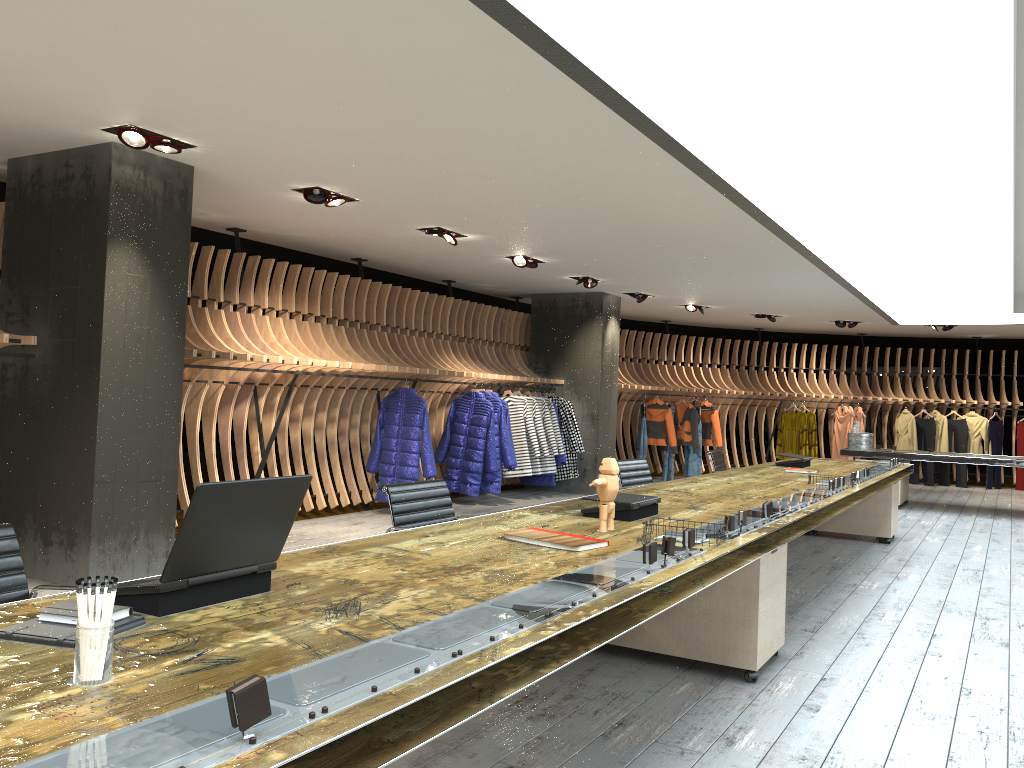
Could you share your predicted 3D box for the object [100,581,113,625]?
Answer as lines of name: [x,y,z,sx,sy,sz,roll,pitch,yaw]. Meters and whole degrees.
object: [-0.727,0.435,1.571,0.030,0.170,0.007,2,-2,-4]

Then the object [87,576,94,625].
object: [-0.758,0.434,1.601,0.030,0.170,0.007,2,-2,16]

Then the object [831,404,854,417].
object: [6.008,0.454,16.115,0.012,0.270,0.525,3,-1,-25]

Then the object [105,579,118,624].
object: [-0.724,0.435,1.581,0.030,0.170,0.007,3,-2,-30]

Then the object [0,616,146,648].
object: [-0.937,0.517,1.887,0.213,0.019,0.219,2,-1,15]

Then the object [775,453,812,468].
object: [2.612,0.708,8.215,0.261,0.111,0.372,2,-1,30]

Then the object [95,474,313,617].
object: [-0.766,0.379,2.210,0.365,0.316,0.372,2,-1,30]

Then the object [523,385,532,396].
object: [0.212,0.172,11.630,0.518,0.313,0.012,2,-2,30]

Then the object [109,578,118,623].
object: [-0.725,0.435,1.591,0.007,0.170,0.030,1,-2,33]

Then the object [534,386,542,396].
object: [0.348,0.163,11.988,0.525,0.270,0.012,2,-2,30]

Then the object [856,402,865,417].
object: [6.291,0.465,16.118,0.012,0.270,0.525,2,-1,-6]

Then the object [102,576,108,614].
object: [-0.739,0.435,1.604,0.007,0.170,0.030,3,-2,-21]

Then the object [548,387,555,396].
object: [0.562,0.204,12.264,0.518,0.313,0.012,2,-2,30]

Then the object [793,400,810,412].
object: [5.237,0.425,16.006,0.012,0.270,0.525,3,-1,-30]

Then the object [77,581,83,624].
object: [-0.762,0.433,1.570,0.007,0.170,0.030,2,-2,13]

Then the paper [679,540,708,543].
paper: [0.674,0.608,3.485,0.176,0.004,0.130,2,-1,36]

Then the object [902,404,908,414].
object: [7.152,0.502,16.099,0.012,0.270,0.525,2,-1,-6]

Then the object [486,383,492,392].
object: [-0.283,0.120,10.807,0.525,0.270,0.012,2,-2,30]

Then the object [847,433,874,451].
object: [4.863,0.806,12.379,0.303,0.239,0.497,2,-1,30]

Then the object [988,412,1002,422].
object: [8.619,0.552,15.792,0.525,0.270,0.012,3,-2,-35]

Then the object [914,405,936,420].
object: [7.459,0.513,16.059,0.012,0.270,0.525,3,-1,-25]

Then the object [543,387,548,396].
object: [0.473,0.200,12.098,0.516,0.316,0.012,2,-2,30]

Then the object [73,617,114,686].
object: [-0.745,0.479,1.581,0.061,0.111,0.061,3,-2,-27]

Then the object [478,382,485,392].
object: [-0.357,0.123,10.643,0.523,0.291,0.012,2,-2,30]

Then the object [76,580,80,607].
object: [-0.766,0.433,1.579,0.007,0.170,0.030,1,-2,40]

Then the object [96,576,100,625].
object: [-0.749,0.434,1.605,0.030,0.170,0.007,1,-2,43]

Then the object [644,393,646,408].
object: [2.171,0.263,14.462,0.023,0.243,0.549,2,-1,11]

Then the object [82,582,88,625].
object: [-0.754,0.433,1.564,0.007,0.170,0.030,3,-2,-13]

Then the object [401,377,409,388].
object: [-1.125,0.064,9.318,0.525,0.270,0.012,2,-2,30]

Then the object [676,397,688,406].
object: [2.881,0.314,15.014,0.012,0.270,0.525,4,-2,-40]

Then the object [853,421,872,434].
object: [4.877,0.626,12.318,0.262,0.204,0.088,2,-2,28]

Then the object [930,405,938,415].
object: [7.657,0.522,16.038,0.012,0.270,0.525,3,-1,-16]

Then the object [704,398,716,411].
object: [3.340,0.334,15.301,0.012,0.270,0.525,3,-1,-30]

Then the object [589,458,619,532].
object: [0.381,0.455,3.623,0.097,0.301,0.320,2,-1,13]

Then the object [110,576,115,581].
object: [-0.731,0.435,1.599,0.007,0.170,0.030,2,-2,6]

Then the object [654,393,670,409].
object: [2.397,0.287,14.672,0.525,0.270,0.012,1,-2,44]

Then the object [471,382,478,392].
object: [-0.455,0.123,10.537,0.523,0.292,0.012,2,-2,30]

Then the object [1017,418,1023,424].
object: [9.117,0.572,15.606,0.012,0.270,0.525,3,-1,-16]

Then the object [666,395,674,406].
object: [2.641,0.288,14.843,0.023,0.243,0.549,1,-1,26]

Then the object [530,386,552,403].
object: [0.300,0.178,11.785,0.518,0.313,0.012,2,-2,30]

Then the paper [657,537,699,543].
paper: [0.674,0.607,3.485,0.176,0.004,0.130,2,-1,34]

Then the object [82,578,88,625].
object: [-0.765,0.434,1.593,0.030,0.170,0.007,3,-2,-11]

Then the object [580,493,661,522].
object: [0.513,0.574,4.159,0.262,0.088,0.372,2,-1,30]

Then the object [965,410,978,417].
object: [8.257,0.542,15.904,0.012,0.270,0.525,4,-2,-35]

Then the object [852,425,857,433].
object: [4.744,0.626,12.294,0.062,0.109,0.062,2,-2,-5]

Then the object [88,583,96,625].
object: [-0.744,0.434,1.562,0.007,0.170,0.030,4,-2,-40]

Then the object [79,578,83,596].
object: [-0.766,0.433,1.589,0.030,0.170,0.007,3,-2,-23]

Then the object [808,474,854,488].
object: [2.261,0.689,6.283,0.302,0.071,0.209,2,-1,24]

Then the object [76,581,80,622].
object: [-0.764,0.433,1.574,0.007,0.170,0.030,1,-2,26]

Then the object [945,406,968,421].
object: [7.954,0.532,15.965,0.012,0.270,0.525,4,-2,-35]

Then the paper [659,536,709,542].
paper: [0.674,0.607,3.485,0.176,0.004,0.130,2,-1,36]

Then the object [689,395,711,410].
object: [3.131,0.313,15.178,0.549,0.243,0.023,2,-2,6]

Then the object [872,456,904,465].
object: [3.915,0.801,9.225,0.302,0.074,0.216,2,-1,24]

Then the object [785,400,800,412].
object: [5.060,0.417,15.960,0.012,0.270,0.525,3,-1,-30]

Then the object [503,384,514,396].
object: [-0.032,0.156,11.197,0.518,0.313,0.012,2,-2,30]

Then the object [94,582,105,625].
object: [-0.735,0.434,1.565,0.030,0.170,0.007,2,-2,23]

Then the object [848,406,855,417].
object: [6.127,0.459,16.125,0.012,0.270,0.525,2,-1,-1]

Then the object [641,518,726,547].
object: [0.677,0.585,3.484,0.302,0.074,0.216,2,-1,24]

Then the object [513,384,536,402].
object: [0.083,0.163,11.402,0.518,0.313,0.012,2,-2,30]
